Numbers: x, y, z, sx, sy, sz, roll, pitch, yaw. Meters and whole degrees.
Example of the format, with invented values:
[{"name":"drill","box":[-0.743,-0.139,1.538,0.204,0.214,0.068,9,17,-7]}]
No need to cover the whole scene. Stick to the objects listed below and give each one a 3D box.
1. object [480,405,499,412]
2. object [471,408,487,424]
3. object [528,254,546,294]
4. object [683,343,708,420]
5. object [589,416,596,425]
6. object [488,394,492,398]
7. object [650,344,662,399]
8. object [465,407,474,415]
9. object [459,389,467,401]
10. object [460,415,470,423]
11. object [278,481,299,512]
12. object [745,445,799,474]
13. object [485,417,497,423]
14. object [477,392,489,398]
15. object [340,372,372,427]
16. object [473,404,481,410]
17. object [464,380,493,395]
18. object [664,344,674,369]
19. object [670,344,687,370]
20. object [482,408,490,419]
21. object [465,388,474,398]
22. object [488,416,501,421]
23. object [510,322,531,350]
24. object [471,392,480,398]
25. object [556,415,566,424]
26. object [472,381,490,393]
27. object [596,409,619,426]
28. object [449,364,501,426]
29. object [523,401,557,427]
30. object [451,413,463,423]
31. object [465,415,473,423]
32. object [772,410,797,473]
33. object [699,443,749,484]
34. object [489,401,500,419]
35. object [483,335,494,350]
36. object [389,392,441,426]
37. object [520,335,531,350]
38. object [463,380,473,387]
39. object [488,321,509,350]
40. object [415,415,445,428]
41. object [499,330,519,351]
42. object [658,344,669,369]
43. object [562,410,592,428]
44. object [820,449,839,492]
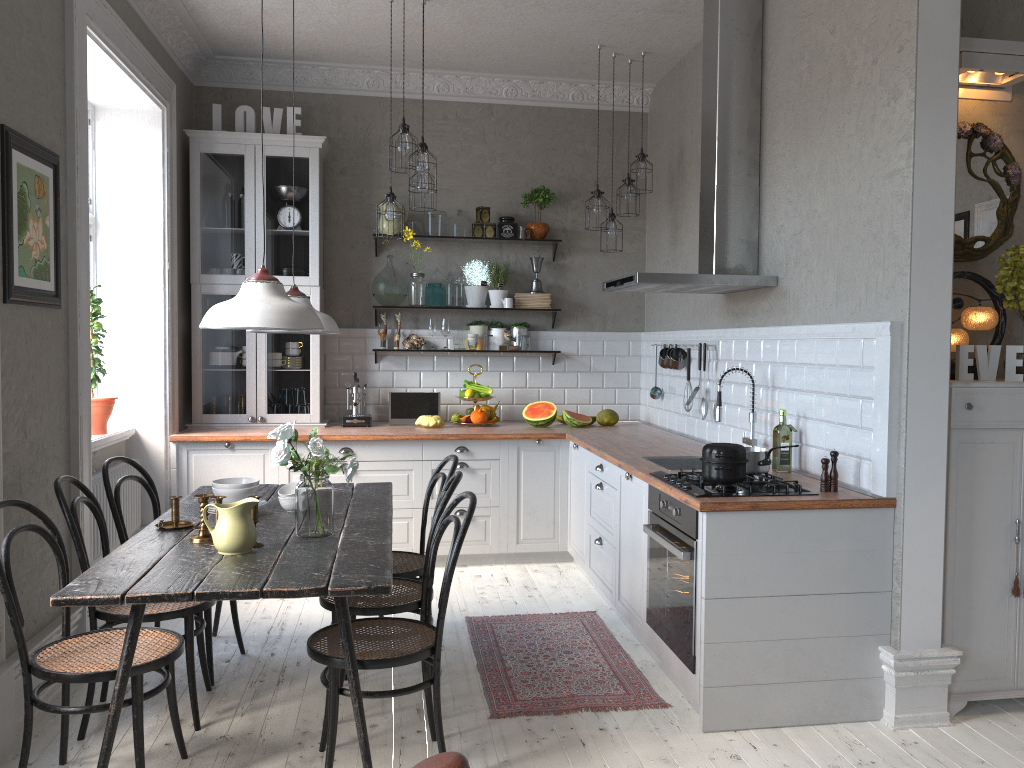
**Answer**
[{"name":"object","box":[-0.160,0.173,6.173,0.128,0.056,0.059,0,3,-17]},{"name":"object","box":[-0.226,0.219,6.015,0.115,0.110,0.109,-2,3,-41]},{"name":"object","box":[0.177,-0.789,6.364,0.133,0.287,0.128,-1,3,-24]},{"name":"object","box":[1.063,-0.018,5.161,0.082,0.443,0.327,0,3,-7]},{"name":"object","box":[0.527,0.255,6.228,0.117,0.073,0.204,3,4,44]},{"name":"object","box":[-0.165,0.083,6.155,0.052,0.050,0.049,1,3,0]},{"name":"object","box":[0.983,-0.084,6.037,0.077,0.379,0.082,0,3,-9]},{"name":"object","box":[-0.275,0.199,6.204,0.078,0.076,0.156,1,3,18]},{"name":"object","box":[-0.316,0.077,6.123,0.097,0.078,0.099,0,3,-22]},{"name":"object","box":[-0.323,0.240,6.108,0.084,0.057,0.089,2,3,23]},{"name":"object","box":[-0.888,0.458,3.603,0.124,0.119,0.128,1,3,7]},{"name":"object","box":[1.066,0.308,3.736,0.299,0.134,0.177,2,3,25]},{"name":"object","box":[-0.146,0.251,6.098,0.088,0.051,0.069,3,3,39]},{"name":"object","box":[-0.202,0.087,6.118,0.077,0.062,0.098,-1,3,-36]},{"name":"object","box":[-1.044,0.100,5.940,0.207,0.370,0.351,0,3,-8]},{"name":"object","box":[-0.243,0.189,6.202,0.086,0.093,0.086,0,3,-13]},{"name":"object","box":[-0.234,0.020,6.104,0.211,0.101,0.067,0,3,-3]},{"name":"object","box":[1.030,-0.174,5.649,0.109,0.161,0.136,0,3,-7]},{"name":"object","box":[1.038,-0.169,5.522,0.108,0.161,0.137,1,3,8]},{"name":"object","box":[-0.196,0.204,6.096,0.088,0.078,0.089,1,3,18]},{"name":"object","box":[-0.291,0.065,6.052,0.059,0.069,0.079,1,3,11]},{"name":"object","box":[-0.179,0.236,6.215,0.213,0.044,0.055,2,3,29]},{"name":"object","box":[0.062,-0.347,6.413,0.160,0.213,0.151,0,3,-11]},{"name":"object","box":[-0.252,0.087,6.075,0.064,0.061,0.066,0,3,-9]},{"name":"object","box":[0.396,0.254,6.302,0.199,0.067,0.103,0,3,-3]},{"name":"object","box":[-0.216,0.027,6.176,0.179,0.096,0.089,1,3,11]},{"name":"object","box":[0.669,0.235,6.202,0.129,0.119,0.208,3,3,44]},{"name":"object","box":[-0.253,0.075,6.129,0.357,0.425,0.346,-1,3,-24]},{"name":"object","box":[0.190,0.209,6.041,0.234,0.174,0.219,1,3,13]},{"name":"object","box":[-0.368,0.235,6.136,0.075,0.072,0.154,2,3,21]},{"name":"object","box":[-0.311,0.249,6.126,0.071,0.076,0.225,-1,3,-26]},{"name":"object","box":[1.231,0.257,3.985,0.090,0.282,0.081,0,3,-9]},{"name":"object","box":[0.829,0.309,3.464,0.194,0.147,0.189,-1,3,-29]},{"name":"object","box":[-0.132,0.180,6.171,0.060,0.120,0.127,1,3,15]},{"name":"object","box":[-0.167,-0.295,6.286,0.078,0.108,0.077,0,3,-15]},{"name":"object","box":[-0.671,0.169,6.097,0.354,0.226,0.087,0,3,-10]},{"name":"object","box":[0.095,-0.293,6.306,0.078,0.108,0.077,0,3,-15]},{"name":"object","box":[-0.301,-0.001,6.096,0.074,0.058,0.050,-1,3,-32]},{"name":"object","box":[-0.101,-0.349,6.376,0.171,0.214,0.149,2,3,21]},{"name":"object","box":[-0.548,0.250,5.917,0.198,0.083,0.188,0,3,-8]},{"name":"object","box":[-0.016,-0.311,6.304,0.121,0.147,0.098,-2,3,-41]},{"name":"object","box":[1.012,-0.180,5.775,0.108,0.161,0.137,1,3,3]},{"name":"object","box":[0.453,0.236,6.038,0.228,0.127,0.146,-1,3,-26]},{"name":"object","box":[1.238,0.336,3.454,0.073,0.167,0.035,0,3,-10]}]
